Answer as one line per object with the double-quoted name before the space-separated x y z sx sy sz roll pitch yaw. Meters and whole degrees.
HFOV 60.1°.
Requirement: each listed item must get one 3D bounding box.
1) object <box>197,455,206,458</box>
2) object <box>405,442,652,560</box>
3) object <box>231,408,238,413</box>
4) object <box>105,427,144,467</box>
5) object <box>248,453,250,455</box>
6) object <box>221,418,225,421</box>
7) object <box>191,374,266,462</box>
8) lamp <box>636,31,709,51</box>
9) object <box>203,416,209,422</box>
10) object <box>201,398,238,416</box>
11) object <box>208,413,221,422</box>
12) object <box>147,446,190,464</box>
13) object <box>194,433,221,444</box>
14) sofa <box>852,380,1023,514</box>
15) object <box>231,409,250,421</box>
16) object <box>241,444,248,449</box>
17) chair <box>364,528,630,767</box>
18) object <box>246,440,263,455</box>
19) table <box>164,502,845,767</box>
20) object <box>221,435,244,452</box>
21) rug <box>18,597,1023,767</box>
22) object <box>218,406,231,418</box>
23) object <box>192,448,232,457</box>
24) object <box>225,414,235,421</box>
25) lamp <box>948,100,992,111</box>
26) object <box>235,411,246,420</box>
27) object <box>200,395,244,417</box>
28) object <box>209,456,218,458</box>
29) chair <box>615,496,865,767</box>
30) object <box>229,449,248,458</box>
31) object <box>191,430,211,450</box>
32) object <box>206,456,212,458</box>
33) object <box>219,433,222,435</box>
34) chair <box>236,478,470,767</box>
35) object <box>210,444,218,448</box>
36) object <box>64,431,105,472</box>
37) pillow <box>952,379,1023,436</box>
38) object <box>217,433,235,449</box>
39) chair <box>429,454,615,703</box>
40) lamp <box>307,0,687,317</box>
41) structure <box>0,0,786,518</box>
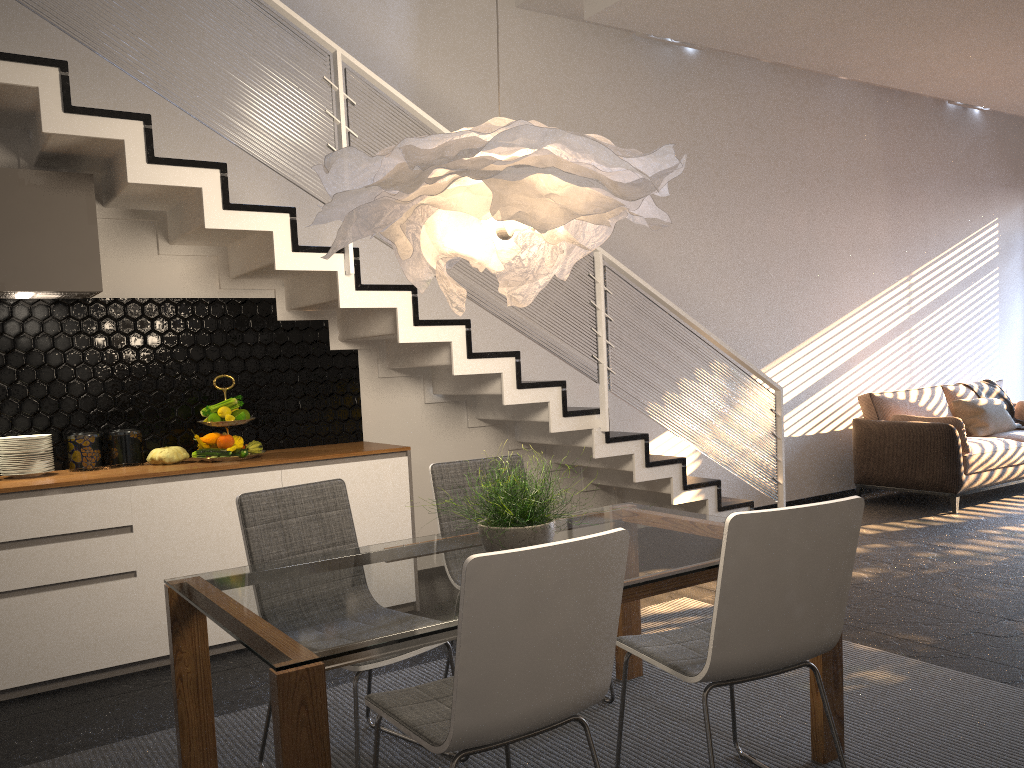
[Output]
"object" -1.508 0.353 4.295 0.042 0.020 0.043 -2 2 18
"object" 0.011 0.356 2.661 0.666 0.369 0.531 -4 3 -38
"object" -1.404 0.149 4.483 0.059 0.069 0.078 -3 3 -5
"object" -1.896 0.311 4.348 0.172 0.185 0.171 -1 4 34
"object" -1.358 0.336 4.439 0.069 0.076 0.229 -6 3 -43
"object" -1.470 0.179 4.400 0.100 0.062 0.075 -1 3 38
"object" -1.418 0.165 4.400 0.351 0.427 0.351 -5 4 -40
"lamp" 1.196 -2.461 6.209 0.643 0.066 0.253 -4 2 -33
"object" -1.494 0.178 4.355 0.052 0.050 0.049 -4 3 -15
"object" -1.442 0.114 4.356 0.180 0.082 0.056 -3 3 -4
"object" -1.456 0.171 4.333 0.062 0.060 0.065 -5 4 -37
"object" -1.687 0.348 4.343 0.196 0.084 0.189 -4 2 -24
"object" -1.492 0.269 4.347 0.126 0.056 0.059 -4 3 -32
"sofa" 4.010 0.468 7.667 2.315 0.923 0.992 -4 3 -33
"object" -1.358 0.164 4.422 0.095 0.079 0.101 -5 3 -38
"object" -1.351 0.326 4.459 0.085 0.057 0.088 -2 2 7
"chair" -0.046 0.795 2.157 0.474 0.923 0.601 -5 4 -33
"object" -1.300 0.321 4.442 0.076 0.073 0.151 -3 2 5
"table" 0.017 0.881 2.708 1.795 0.717 0.996 -4 3 -33
"object" -1.370 0.292 4.350 0.079 0.077 0.153 -3 2 1
"rug" 0.051 1.233 2.742 3.677 0.006 2.369 -4 2 -33
"object" -1.411 0.139 4.347 0.071 0.058 0.068 -5 3 -34
"object" -1.459 0.333 4.320 0.217 0.045 0.053 -2 3 14
"object" -1.371 0.168 4.306 0.048 0.041 0.045 -2 3 17
"lamp" 4.398 -2.666 8.321 0.643 0.066 0.253 -4 2 -33
"object" -1.338 0.162 4.350 0.058 0.055 0.060 -3 3 1
"object" -1.444 0.110 4.414 0.210 0.101 0.067 -3 4 -18
"object" -1.453 0.360 4.310 0.041 0.017 0.043 -3 2 -3
"chair" 0.618 0.756 2.482 0.474 0.923 0.600 -4 4 -24
"object" -1.367 0.338 4.341 0.239 0.048 0.061 -2 3 37
"object" -1.519 0.277 4.343 0.061 0.121 0.125 -3 3 -1
"object" -1.525 0.344 4.424 0.090 0.051 0.068 -2 3 23
"object" -1.474 0.304 4.519 0.111 0.111 0.112 -1 3 33
"chair" -0.525 0.801 2.877 0.601 0.923 0.473 0 5 42
"object" -1.479 0.295 4.434 0.089 0.079 0.087 -3 3 2
"object" -2.038 0.320 4.234 0.172 0.185 0.171 -2 3 16
"pillow" 4.317 0.323 8.080 1.017 0.710 0.953 -3 3 -9
"object" -1.402 0.283 4.343 0.085 0.093 0.086 -4 3 -29
"chair" 0.019 0.762 3.407 0.474 0.923 0.600 -5 4 -31
"lamp" -0.148 -2.810 2.430 1.060 5.233 1.115 -5 5 -22
"structure" -1.242 -2.862 2.263 8.440 8.343 4.228 -5 4 -33
